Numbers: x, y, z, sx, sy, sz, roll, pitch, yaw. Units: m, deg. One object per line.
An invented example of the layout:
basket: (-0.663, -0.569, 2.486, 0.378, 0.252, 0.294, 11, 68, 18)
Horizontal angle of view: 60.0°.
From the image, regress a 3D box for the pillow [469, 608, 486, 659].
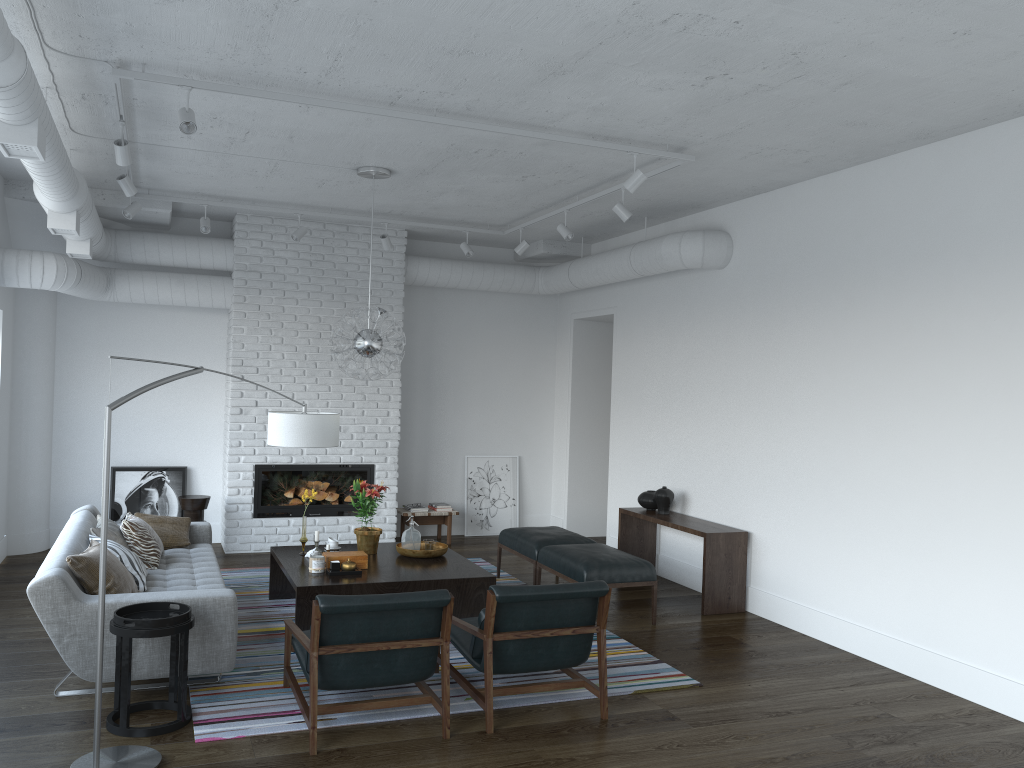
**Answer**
pillow: (0.088, 1.292, 4.646, 0.612, 0.293, 0.246, 2, 0, -22)

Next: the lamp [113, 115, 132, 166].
lamp: (-2.283, -1.424, 5.204, 0.087, 0.285, 0.154, 2, 0, -13)

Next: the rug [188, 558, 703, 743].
rug: (-0.876, 1.654, 6.292, 2.735, 0.012, 3.760, 2, 0, -22)

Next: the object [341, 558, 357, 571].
object: (-1.078, 1.190, 5.857, 0.103, 0.077, 0.103, 2, 0, 40)

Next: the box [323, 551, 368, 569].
box: (-1.131, 1.199, 6.019, 0.294, 0.093, 0.169, 2, 0, -22)

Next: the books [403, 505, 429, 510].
books: (-1.010, 1.294, 9.296, 0.202, 0.019, 0.280, 2, 0, -24)

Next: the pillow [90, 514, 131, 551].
pillow: (-2.632, 1.059, 5.856, 0.254, 0.318, 0.663, 2, 0, -21)

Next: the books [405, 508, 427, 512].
books: (-1.006, 1.319, 9.298, 0.172, 0.011, 0.273, 2, 0, -23)

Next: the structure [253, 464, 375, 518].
structure: (-2.030, 1.070, 8.953, 1.168, 0.578, 0.675, 2, 0, -22)

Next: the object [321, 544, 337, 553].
object: (-1.316, 1.192, 6.350, 0.102, 0.098, 0.102, 2, 0, 17)

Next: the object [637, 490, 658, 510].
object: (1.235, 1.031, 7.854, 0.245, 0.168, 0.245, 2, 0, -30)

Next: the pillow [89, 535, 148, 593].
pillow: (-2.381, 1.090, 5.346, 0.346, 0.283, 0.578, 2, 0, -22)

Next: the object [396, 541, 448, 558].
object: (-0.665, 1.227, 6.554, 0.383, 0.068, 0.383, 2, 0, 21)

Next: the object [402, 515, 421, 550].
object: (-0.743, 1.113, 6.559, 0.143, 0.288, 0.143, 2, 0, 40)

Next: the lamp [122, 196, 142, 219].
lamp: (-3.009, -1.445, 7.030, 0.087, 0.285, 0.154, 2, 0, 27)

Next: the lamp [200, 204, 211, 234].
lamp: (-2.636, -1.431, 7.615, 0.095, 0.285, 0.154, 2, 0, -24)

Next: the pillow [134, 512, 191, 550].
pillow: (-2.601, 1.094, 6.563, 0.427, 0.261, 0.236, 2, 0, -20)

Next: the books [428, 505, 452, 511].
books: (-0.760, 1.316, 9.411, 0.185, 0.032, 0.267, 2, 0, -24)

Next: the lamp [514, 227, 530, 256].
lamp: (0.094, -1.337, 8.256, 0.154, 0.285, 0.104, 2, 0, 18)

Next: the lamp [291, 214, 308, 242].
lamp: (-1.898, -1.405, 7.913, 0.090, 0.285, 0.154, 2, 0, 36)

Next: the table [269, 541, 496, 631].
table: (-0.968, 1.449, 6.292, 1.306, 0.394, 1.362, 2, 0, -22)

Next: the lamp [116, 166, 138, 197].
lamp: (-2.651, -1.435, 6.109, 0.087, 0.285, 0.154, 2, 0, 22)

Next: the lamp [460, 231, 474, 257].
lamp: (-0.431, -1.355, 8.497, 0.093, 0.285, 0.154, 2, 0, -44)

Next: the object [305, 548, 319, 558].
object: (-1.425, 1.203, 6.321, 0.069, 0.078, 0.124, 2, 0, -39)

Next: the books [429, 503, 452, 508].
books: (-0.763, 1.288, 9.418, 0.173, 0.025, 0.238, 2, 0, -24)

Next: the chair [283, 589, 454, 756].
chair: (-0.762, 1.311, 4.517, 0.678, 0.698, 0.983, 2, 0, -22)

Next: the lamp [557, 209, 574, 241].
lamp: (0.442, -1.327, 7.362, 0.154, 0.285, 0.094, 2, 0, 41)

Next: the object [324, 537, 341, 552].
object: (-1.315, 1.183, 6.513, 0.121, 0.113, 0.124, 2, 0, -2)

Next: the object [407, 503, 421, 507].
object: (-1.027, 1.266, 9.298, 0.093, 0.038, 0.134, 2, 0, 35)

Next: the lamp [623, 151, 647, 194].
lamp: (0.763, -1.321, 5.485, 0.154, 0.285, 0.088, 2, 0, 23)

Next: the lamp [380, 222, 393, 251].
lamp: (-1.167, -1.380, 8.206, 0.097, 0.285, 0.154, 2, 0, 18)

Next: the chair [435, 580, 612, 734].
chair: (0.019, 1.338, 4.830, 0.678, 0.698, 0.983, 2, 0, -22)

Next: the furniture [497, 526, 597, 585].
furniture: (0.298, 1.461, 7.406, 0.584, 0.478, 0.828, 2, 0, -22)

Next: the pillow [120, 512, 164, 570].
pillow: (-2.500, 1.039, 5.983, 0.271, 0.340, 0.576, 2, 0, -18)

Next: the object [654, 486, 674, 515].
object: (1.310, 0.999, 7.635, 0.171, 0.236, 0.171, 2, 0, -17)

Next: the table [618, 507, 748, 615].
table: (1.372, 1.427, 7.360, 0.375, 0.617, 1.362, 2, 0, -22)

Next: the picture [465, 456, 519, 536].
picture: (-0.224, 1.246, 9.923, 0.637, 0.884, 0.093, 2, 0, -22)

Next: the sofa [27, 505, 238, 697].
sofa: (-2.356, 1.265, 5.615, 0.991, 0.684, 2.541, 2, 0, -22)

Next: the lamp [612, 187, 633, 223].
lamp: (0.806, -1.317, 6.447, 0.154, 0.285, 0.100, 2, 0, 1)

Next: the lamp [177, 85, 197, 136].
lamp: (-1.656, -1.404, 4.515, 0.095, 0.285, 0.154, 2, 0, -29)

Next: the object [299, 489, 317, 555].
object: (-1.476, 1.000, 6.430, 0.121, 0.470, 0.120, 2, 0, -6)

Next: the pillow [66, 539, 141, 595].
pillow: (-2.222, 1.063, 4.837, 0.298, 0.338, 0.597, 2, 0, -12)

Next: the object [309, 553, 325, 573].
object: (-1.283, 1.182, 5.855, 0.106, 0.116, 0.117, 2, 0, -42)

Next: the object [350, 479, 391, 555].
object: (-1.064, 0.971, 6.513, 0.275, 0.558, 0.284, 2, 0, 30)

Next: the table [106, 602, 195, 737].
table: (-1.736, 1.358, 4.267, 0.379, 0.536, 0.379, 2, 0, -5)

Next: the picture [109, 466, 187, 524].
picture: (-3.509, 1.188, 8.558, 0.686, 0.775, 0.130, 2, 0, -22)

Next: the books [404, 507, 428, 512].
books: (-1.004, 1.308, 9.287, 0.171, 0.011, 0.306, 2, 0, -23)

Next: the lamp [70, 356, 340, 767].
lamp: (-1.484, 0.762, 4.629, 0.432, 1.738, 2.162, 2, 0, 12)

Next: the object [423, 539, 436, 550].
object: (-0.614, 1.215, 6.593, 0.085, 0.089, 0.195, 2, 0, -12)

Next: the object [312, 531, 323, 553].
object: (-1.424, 1.150, 6.473, 0.098, 0.174, 0.098, 2, 0, -28)

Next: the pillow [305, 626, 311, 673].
pillow: (-0.693, 1.265, 4.333, 0.612, 0.293, 0.246, 2, 0, -22)

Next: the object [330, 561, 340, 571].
object: (-1.166, 1.198, 5.843, 0.058, 0.055, 0.058, 2, 0, -22)

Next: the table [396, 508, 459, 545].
table: (-0.904, 1.498, 9.341, 0.605, 0.345, 0.405, 2, 0, -22)

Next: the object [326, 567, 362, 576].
object: (-1.108, 1.235, 5.845, 0.214, 0.023, 0.130, 2, 0, -22)

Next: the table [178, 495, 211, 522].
table: (-2.900, 1.306, 8.074, 0.282, 0.558, 0.281, 2, 0, -43)

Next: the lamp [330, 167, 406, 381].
lamp: (-1.043, -0.797, 6.529, 0.552, 1.546, 0.552, 2, 0, -34)

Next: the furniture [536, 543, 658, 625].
furniture: (0.615, 1.471, 6.615, 0.583, 0.476, 0.827, 2, 0, -22)
